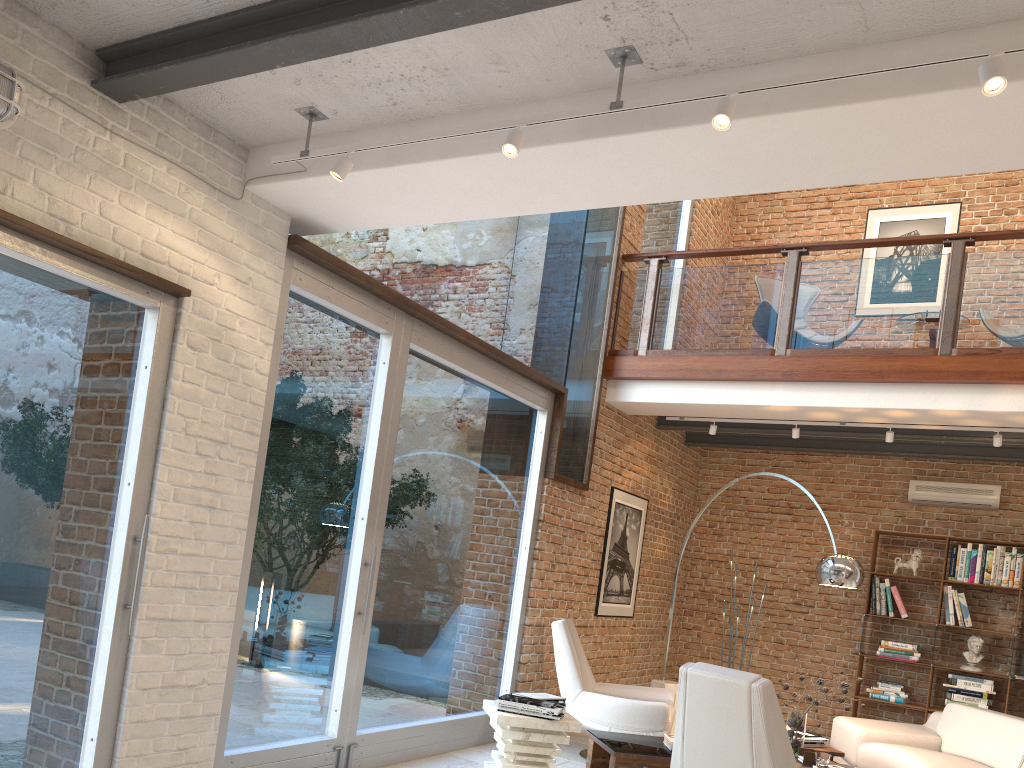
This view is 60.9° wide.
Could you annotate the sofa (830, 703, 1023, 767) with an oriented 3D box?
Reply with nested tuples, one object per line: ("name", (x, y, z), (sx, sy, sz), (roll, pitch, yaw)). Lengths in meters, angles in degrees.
("sofa", (3.220, 2.595, 5.736), (1.149, 0.741, 2.367), (9, -11, -9))

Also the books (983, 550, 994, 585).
("books", (4.582, 1.774, 8.383), (0.055, 0.324, 0.260), (7, -5, 30))

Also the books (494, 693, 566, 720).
("books", (0.146, 1.903, 5.193), (0.387, 0.078, 0.583), (5, -12, 14))

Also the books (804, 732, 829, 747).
("books", (1.936, 2.427, 5.980), (0.407, 0.073, 0.251), (14, -12, -28))

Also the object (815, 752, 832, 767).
("object", (1.826, 2.215, 5.124), (0.091, 0.083, 0.092), (9, -7, -10))

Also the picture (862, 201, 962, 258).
("picture", (4.162, -1.297, 9.184), (0.907, 1.178, 0.028), (5, -3, 30))

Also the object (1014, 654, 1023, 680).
("object", (4.872, 2.644, 8.105), (0.334, 0.229, 0.291), (3, -9, 30))

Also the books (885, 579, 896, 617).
("books", (3.814, 2.159, 8.790), (0.120, 0.375, 0.249), (6, -5, 30))

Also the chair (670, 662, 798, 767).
("chair", (1.204, 1.897, 4.277), (0.992, 0.999, 1.024), (14, -9, -43))

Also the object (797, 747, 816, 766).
("object", (1.792, 2.253, 5.266), (0.094, 0.080, 0.117), (7, -8, 2))

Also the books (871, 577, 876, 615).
("books", (3.692, 2.157, 8.864), (0.090, 0.378, 0.249), (7, -4, 30))

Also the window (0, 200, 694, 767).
("window", (-1.603, -1.283, 3.761), (0.641, 6.288, 12.661), (7, -9, 30))

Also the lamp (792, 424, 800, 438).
("lamp", (2.426, 0.407, 7.447), (0.060, 0.119, 0.088), (5, -5, 32))

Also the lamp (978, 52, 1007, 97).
("lamp", (1.277, -0.824, 2.315), (0.059, 0.127, 0.087), (8, -5, 0))

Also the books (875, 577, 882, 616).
("books", (3.728, 2.159, 8.853), (0.090, 0.378, 0.249), (7, -4, 30))

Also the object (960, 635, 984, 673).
("object", (4.439, 2.588, 8.387), (0.197, 0.345, 0.195), (12, -5, -44))

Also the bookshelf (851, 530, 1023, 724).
("bookshelf", (4.887, 2.602, 8.121), (3.016, 2.165, 0.372), (3, -4, 30))

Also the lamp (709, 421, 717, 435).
("lamp", (1.799, 0.400, 7.799), (0.059, 0.127, 0.087), (8, -5, 0))

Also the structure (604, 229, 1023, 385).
("structure", (2.964, -0.006, 1.650), (10.097, 4.064, 14.225), (2, -12, 29))

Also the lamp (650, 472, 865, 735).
("lamp", (1.860, 1.841, 6.798), (0.323, 2.310, 2.041), (8, -6, -23))

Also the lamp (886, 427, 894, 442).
("lamp", (3.070, 0.420, 7.082), (0.060, 0.127, 0.088), (6, -5, 32))

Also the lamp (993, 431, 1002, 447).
("lamp", (3.742, 0.427, 6.714), (0.060, 0.114, 0.097), (5, -6, 37))

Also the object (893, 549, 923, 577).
("object", (3.950, 1.772, 8.693), (0.250, 0.278, 0.133), (3, -5, 38))

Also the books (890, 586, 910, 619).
("books", (3.902, 2.196, 8.764), (0.193, 0.313, 0.260), (5, -6, 30))

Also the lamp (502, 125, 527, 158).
("lamp", (0.007, -0.849, 3.031), (0.060, 0.119, 0.088), (5, -5, 32))

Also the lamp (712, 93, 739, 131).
("lamp", (0.650, -0.834, 2.666), (0.060, 0.127, 0.088), (6, -5, 32))

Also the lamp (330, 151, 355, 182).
("lamp", (-0.666, -0.852, 3.420), (0.087, 0.127, 0.060), (9, -3, -10))

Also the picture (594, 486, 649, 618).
("picture", (1.049, 1.620, 8.251), (0.027, 1.177, 0.934), (7, -5, 30))

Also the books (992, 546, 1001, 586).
("books", (4.657, 1.755, 8.375), (0.036, 0.377, 0.249), (7, -4, 30))

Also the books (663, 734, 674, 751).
("books", (1.129, 2.256, 5.441), (0.326, 0.055, 0.260), (8, -11, 0))

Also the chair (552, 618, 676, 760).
("chair", (0.738, 2.316, 6.568), (0.978, 0.982, 1.050), (6, -7, 14))

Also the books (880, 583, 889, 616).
("books", (3.778, 2.189, 8.844), (0.101, 0.329, 0.260), (6, -5, 30))

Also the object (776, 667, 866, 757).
("object", (1.949, 2.062, 5.499), (0.542, 0.598, 0.321), (8, -4, 1))

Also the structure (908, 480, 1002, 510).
("structure", (4.409, 1.106, 8.700), (0.808, 0.215, 0.205), (1, -9, 30))

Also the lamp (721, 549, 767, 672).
("lamp", (2.285, 2.592, 8.830), (0.418, 1.793, 0.201), (8, -1, 0))

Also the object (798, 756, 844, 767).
("object", (1.875, 2.272, 5.187), (0.271, 0.034, 0.254), (7, -12, 2))
